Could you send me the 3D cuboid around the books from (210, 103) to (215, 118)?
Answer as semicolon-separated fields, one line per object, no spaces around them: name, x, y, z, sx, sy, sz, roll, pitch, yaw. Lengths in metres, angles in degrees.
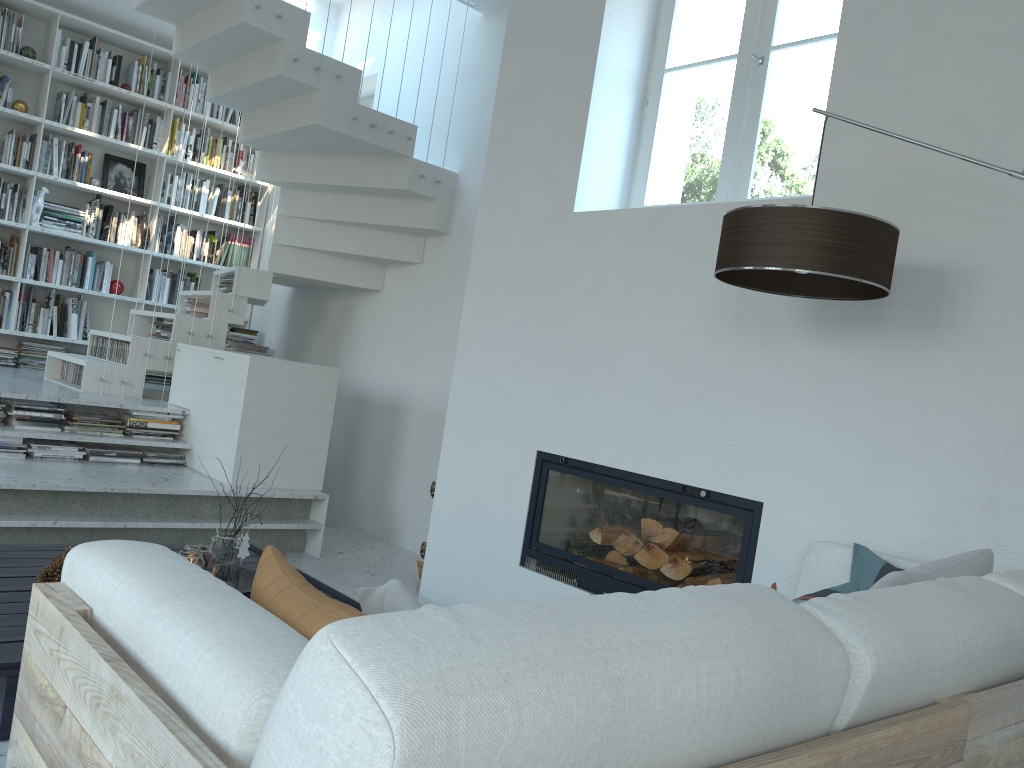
books;-2.397;-2.189;7.015;0.027;0.250;0.154;8;1;-41

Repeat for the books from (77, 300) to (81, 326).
books;-3.229;-0.478;6.544;0.012;0.285;0.159;8;1;-41

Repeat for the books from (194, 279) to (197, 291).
books;-2.567;-0.722;7.078;0.014;0.237;0.146;8;1;-41

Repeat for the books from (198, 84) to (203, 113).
books;-2.474;-2.206;6.938;0.014;0.260;0.167;8;1;-41

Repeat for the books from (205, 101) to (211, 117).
books;-2.420;-2.200;6.983;0.029;0.264;0.178;8;1;-41

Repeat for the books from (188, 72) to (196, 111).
books;-2.516;-2.249;6.902;0.014;0.331;0.142;8;1;-41

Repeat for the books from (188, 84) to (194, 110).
books;-2.523;-2.198;6.875;0.022;0.229;0.174;8;1;-41

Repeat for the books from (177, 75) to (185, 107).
books;-2.581;-2.231;6.836;0.022;0.275;0.159;8;1;-41

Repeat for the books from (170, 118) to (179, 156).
books;-2.598;-1.871;6.762;0.010;0.294;0.183;8;1;-41

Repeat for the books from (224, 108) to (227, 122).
books;-2.315;-2.183;7.083;0.015;0.263;0.143;8;1;-41

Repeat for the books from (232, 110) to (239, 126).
books;-2.242;-2.179;7.156;0.069;0.277;0.131;8;1;-41

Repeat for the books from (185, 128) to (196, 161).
books;-2.505;-1.841;6.863;0.023;0.263;0.158;8;1;-41

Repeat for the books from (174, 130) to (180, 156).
books;-2.592;-1.825;6.774;0.024;0.205;0.165;8;1;-41

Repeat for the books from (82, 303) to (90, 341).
books;-3.170;-0.463;6.588;0.062;0.274;0.148;8;1;-41

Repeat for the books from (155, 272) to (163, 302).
books;-2.770;-0.752;6.887;0.037;0.236;0.153;8;1;-41

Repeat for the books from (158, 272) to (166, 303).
books;-2.748;-0.752;6.907;0.022;0.242;0.151;8;1;-41

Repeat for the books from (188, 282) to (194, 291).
books;-2.580;-0.708;7.047;0.021;0.205;0.174;8;1;-41

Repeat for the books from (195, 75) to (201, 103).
books;-2.491;-2.243;6.927;0.012;0.326;0.151;8;1;-41

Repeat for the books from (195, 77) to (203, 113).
books;-2.474;-2.230;6.923;0.012;0.306;0.184;8;1;-41

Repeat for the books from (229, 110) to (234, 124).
books;-2.272;-2.163;7.137;0.010;0.235;0.131;8;1;-41

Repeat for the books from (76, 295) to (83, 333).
books;-3.221;-0.498;6.556;0.012;0.326;0.136;8;1;-41

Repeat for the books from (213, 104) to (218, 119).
books;-2.373;-2.179;7.026;0.025;0.237;0.143;8;1;-41

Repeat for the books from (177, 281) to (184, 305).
books;-2.650;-0.716;7.009;0.027;0.201;0.163;8;1;-41

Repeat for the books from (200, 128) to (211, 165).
books;-2.417;-1.844;6.929;0.022;0.296;0.152;8;1;-41

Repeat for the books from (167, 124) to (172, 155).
books;-2.631;-1.876;6.764;0.036;0.294;0.135;8;1;-41

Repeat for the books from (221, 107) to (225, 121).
books;-2.326;-2.196;7.078;0.012;0.285;0.159;8;1;-41

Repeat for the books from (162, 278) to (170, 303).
books;-2.729;-0.729;6.920;0.029;0.201;0.172;8;1;-41

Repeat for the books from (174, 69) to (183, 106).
books;-2.589;-2.251;6.809;0.011;0.313;0.172;8;1;-41

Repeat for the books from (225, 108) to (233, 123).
books;-2.290;-2.153;7.105;0.057;0.212;0.162;8;1;-41

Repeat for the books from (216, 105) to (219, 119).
books;-2.371;-2.173;7.052;0.014;0.226;0.133;8;1;-41

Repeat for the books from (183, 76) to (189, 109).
books;-2.546;-2.231;6.862;0.013;0.286;0.150;8;1;-41

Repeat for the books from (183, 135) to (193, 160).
books;-2.518;-1.808;6.837;0.024;0.193;0.189;8;1;-41

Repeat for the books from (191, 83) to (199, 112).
books;-2.500;-2.202;6.904;0.023;0.244;0.182;8;1;-41

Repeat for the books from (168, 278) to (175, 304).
books;-2.698;-0.727;6.963;0.025;0.208;0.149;8;1;-41

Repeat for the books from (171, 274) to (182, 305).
books;-2.659;-0.742;6.960;0.027;0.248;0.184;8;1;-41

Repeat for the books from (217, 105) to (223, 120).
books;-2.348;-2.160;7.055;0.026;0.208;0.163;8;1;-41

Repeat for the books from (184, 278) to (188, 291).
books;-2.619;-0.726;7.026;0.014;0.230;0.172;8;1;-41

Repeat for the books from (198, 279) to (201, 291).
books;-2.542;-0.719;7.100;0.013;0.240;0.166;8;1;-41

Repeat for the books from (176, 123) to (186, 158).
books;-2.564;-1.850;6.784;0.026;0.263;0.189;8;1;-41

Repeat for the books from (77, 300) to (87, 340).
books;-3.195;-0.474;6.552;0.025;0.287;0.160;8;1;-41

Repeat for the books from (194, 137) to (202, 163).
books;-2.467;-1.809;6.910;0.025;0.211;0.134;8;1;-41

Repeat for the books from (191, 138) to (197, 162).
books;-2.514;-1.810;6.914;0.038;0.199;0.170;8;1;-41

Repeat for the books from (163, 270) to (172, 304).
books;-2.716;-0.760;6.951;0.024;0.267;0.133;8;1;-41

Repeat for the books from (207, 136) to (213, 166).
books;-2.401;-1.814;6.960;0.022;0.242;0.144;8;1;-41

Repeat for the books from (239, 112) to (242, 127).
books;-2.197;-2.129;7.167;0.024;0.193;0.186;8;1;-41

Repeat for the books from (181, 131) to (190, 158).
books;-2.546;-1.828;6.817;0.049;0.224;0.161;8;1;-41

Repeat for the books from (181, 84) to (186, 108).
books;-2.575;-2.203;6.860;0.025;0.223;0.136;8;1;-41

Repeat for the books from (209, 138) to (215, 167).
books;-2.389;-1.810;6.972;0.012;0.238;0.165;8;1;-41

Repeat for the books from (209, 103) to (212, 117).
books;-2.406;-2.184;6.995;0.011;0.236;0.148;8;1;-41

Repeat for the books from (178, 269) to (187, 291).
books;-2.627;-0.761;7.022;0.013;0.297;0.141;8;1;-41

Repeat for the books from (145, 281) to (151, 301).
books;-2.834;-0.782;6.836;0.085;0.278;0.159;8;1;-41

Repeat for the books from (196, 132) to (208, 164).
books;-2.434;-1.825;6.911;0.023;0.254;0.189;8;1;-41

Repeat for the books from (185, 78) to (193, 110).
books;-2.530;-2.220;6.861;0.012;0.269;0.184;8;1;-41

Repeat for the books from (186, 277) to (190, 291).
books;-2.613;-0.731;7.052;0.027;0.242;0.131;8;1;-41

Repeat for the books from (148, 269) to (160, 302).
books;-2.786;-0.763;6.861;0.024;0.252;0.175;8;1;-41

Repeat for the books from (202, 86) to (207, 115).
books;-2.439;-2.200;6.966;0.022;0.259;0.163;8;1;-41

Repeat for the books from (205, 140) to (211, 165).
books;-2.413;-1.798;6.944;0.014;0.206;0.183;8;1;-41

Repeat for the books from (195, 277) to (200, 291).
books;-2.552;-0.728;7.095;0.012;0.254;0.160;8;1;-41

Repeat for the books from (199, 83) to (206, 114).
books;-2.458;-2.212;6.953;0.027;0.275;0.148;8;1;-41

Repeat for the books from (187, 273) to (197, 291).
books;-2.568;-0.746;7.064;0.011;0.284;0.161;8;1;-41
